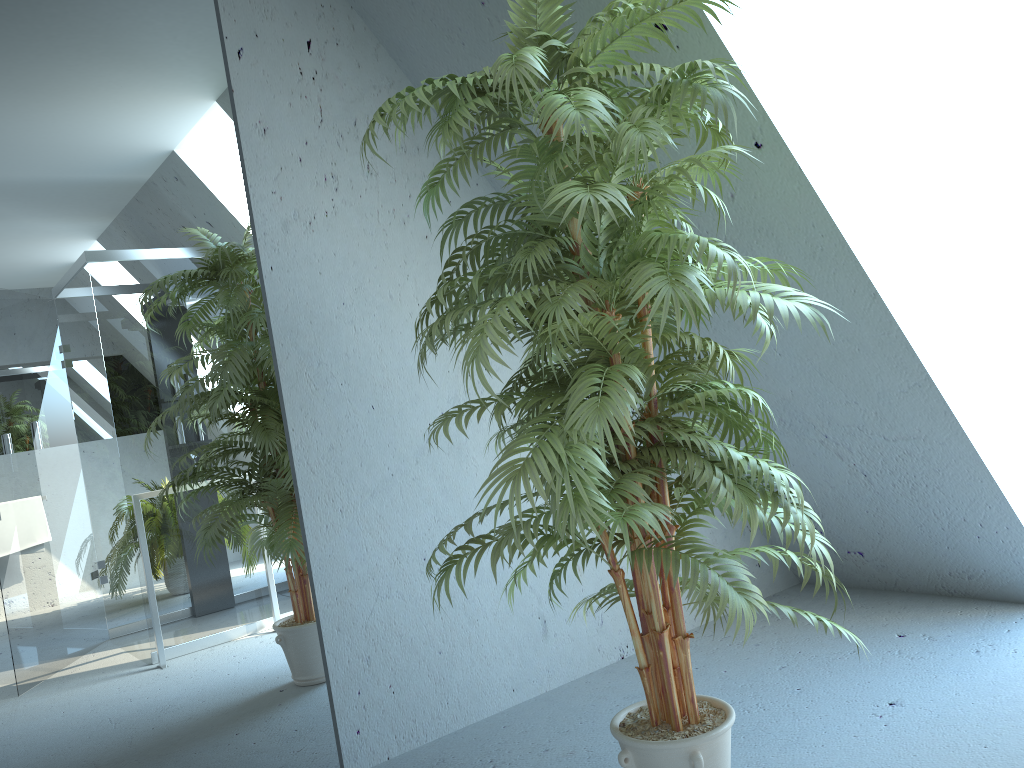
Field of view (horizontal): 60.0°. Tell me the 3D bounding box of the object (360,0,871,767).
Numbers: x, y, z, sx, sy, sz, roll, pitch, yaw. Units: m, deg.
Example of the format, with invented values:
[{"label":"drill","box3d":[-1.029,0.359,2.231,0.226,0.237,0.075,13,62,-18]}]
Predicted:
[{"label":"object","box3d":[0.250,0.011,2.039,0.980,2.034,1.020,-10,-1,12]}]
